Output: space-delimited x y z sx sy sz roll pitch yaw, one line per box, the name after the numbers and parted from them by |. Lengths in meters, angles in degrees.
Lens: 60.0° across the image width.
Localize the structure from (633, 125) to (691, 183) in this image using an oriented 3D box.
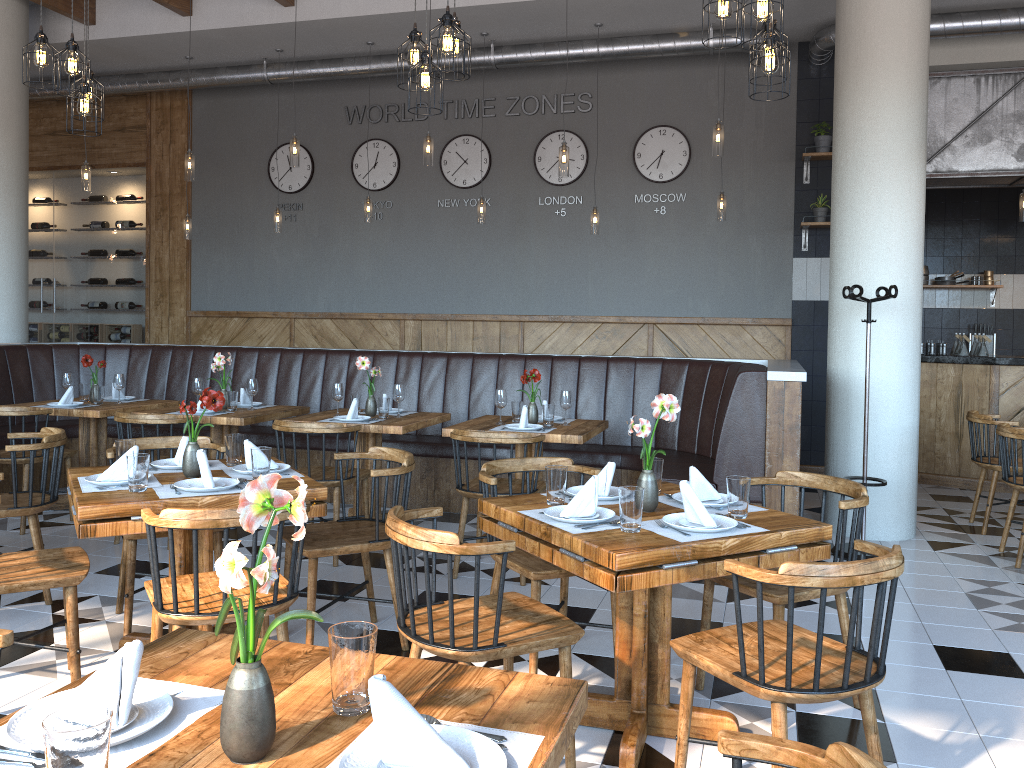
1.467 -2.250 8.677 0.561 0.560 0.046 2 2 16 | structure

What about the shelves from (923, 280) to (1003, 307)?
5.107 -1.057 10.326 1.041 0.297 0.300 2 3 16 | shelves

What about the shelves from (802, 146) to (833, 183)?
3.122 -2.010 8.081 0.904 0.297 0.247 2 3 16 | shelves

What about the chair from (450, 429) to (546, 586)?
-0.068 0.646 4.944 0.519 0.816 0.550 2 2 16 | chair

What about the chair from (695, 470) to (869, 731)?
1.021 0.774 3.330 0.550 0.816 0.520 0 3 -29 | chair

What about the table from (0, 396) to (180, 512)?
-3.061 0.520 6.473 0.850 0.763 0.851 2 3 16 | table

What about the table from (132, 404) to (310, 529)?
-2.001 0.557 6.165 0.850 0.763 0.851 2 3 16 | table

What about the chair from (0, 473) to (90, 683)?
-1.836 0.737 3.211 0.550 0.816 0.520 0 3 -29 | chair

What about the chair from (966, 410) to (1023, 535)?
3.467 0.616 6.177 0.550 0.816 0.520 2 2 16 | chair

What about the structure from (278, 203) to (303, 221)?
-2.463 -1.905 9.842 0.306 0.197 0.021 2 2 16 | structure

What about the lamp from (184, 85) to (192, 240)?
-3.340 -2.475 9.137 0.078 1.962 0.078 0 2 -42 | lamp

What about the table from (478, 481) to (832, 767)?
0.449 0.812 3.026 0.864 0.763 0.865 -1 3 -29 | table

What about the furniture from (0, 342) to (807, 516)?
-1.293 0.339 6.697 6.588 1.149 1.920 2 3 16 | furniture

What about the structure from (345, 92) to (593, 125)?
-0.504 -2.867 9.244 2.729 0.199 0.033 2 2 16 | structure

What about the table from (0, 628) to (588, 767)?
-0.397 0.918 1.294 0.850 0.763 0.851 2 3 16 | table

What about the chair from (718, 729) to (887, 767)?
0.226 0.915 1.104 0.550 0.816 0.520 2 2 16 | chair

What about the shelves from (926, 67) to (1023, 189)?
6.543 -1.852 7.590 5.865 1.794 0.683 2 2 16 | shelves

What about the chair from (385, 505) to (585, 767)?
-0.109 0.799 2.709 0.550 0.816 0.520 0 3 -29 | chair

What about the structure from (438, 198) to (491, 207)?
-0.497 -1.895 9.269 0.583 0.079 0.021 2 2 16 | structure

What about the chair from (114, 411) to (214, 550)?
-2.184 0.570 5.559 0.519 0.816 0.550 2 2 16 | chair

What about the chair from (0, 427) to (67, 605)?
-2.492 0.648 4.350 0.550 0.816 0.520 0 3 -29 | chair

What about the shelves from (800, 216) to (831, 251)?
3.112 -1.381 8.098 0.904 0.297 0.247 2 3 16 | shelves

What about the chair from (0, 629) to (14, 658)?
-1.027 0.870 1.469 0.550 0.816 0.520 2 2 16 | chair

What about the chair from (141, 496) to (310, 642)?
-0.961 0.768 2.956 0.519 0.816 0.550 0 3 -29 | chair

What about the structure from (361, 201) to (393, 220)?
-1.460 -1.869 9.550 0.369 0.199 0.021 2 2 16 | structure

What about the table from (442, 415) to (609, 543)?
0.105 0.633 5.554 0.850 0.763 0.851 2 3 16 | table

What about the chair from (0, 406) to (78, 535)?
-3.242 0.532 5.866 0.519 0.816 0.550 2 2 16 | chair

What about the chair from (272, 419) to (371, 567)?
-1.126 0.608 5.252 0.519 0.816 0.550 2 2 16 | chair

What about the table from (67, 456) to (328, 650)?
-1.279 0.751 3.528 0.864 0.763 0.865 -1 3 -29 | table

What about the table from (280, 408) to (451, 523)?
-0.955 0.595 5.861 0.850 0.763 0.851 2 3 16 | table

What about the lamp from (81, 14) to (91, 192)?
-3.702 -2.662 7.706 0.078 1.962 0.078 0 2 -42 | lamp

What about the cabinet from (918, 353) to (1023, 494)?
6.680 0.335 8.474 5.995 1.163 3.032 2 4 16 | cabinet

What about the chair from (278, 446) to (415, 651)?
-0.706 0.712 3.831 0.550 0.816 0.520 0 3 -29 | chair

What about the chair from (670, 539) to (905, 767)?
0.767 0.830 2.454 0.519 0.816 0.550 0 3 -29 | chair

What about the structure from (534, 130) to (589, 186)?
0.495 -2.285 8.959 0.561 0.560 0.046 2 2 16 | structure

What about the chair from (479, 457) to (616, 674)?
0.146 0.743 3.584 0.519 0.816 0.550 0 3 -29 | chair

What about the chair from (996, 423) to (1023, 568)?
3.224 0.670 5.344 0.550 0.816 0.520 2 2 16 | chair

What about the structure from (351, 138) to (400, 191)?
-1.467 -2.355 9.529 0.561 0.560 0.046 2 2 16 | structure

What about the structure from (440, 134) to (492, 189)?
-0.486 -2.320 9.244 0.561 0.560 0.046 2 2 16 | structure

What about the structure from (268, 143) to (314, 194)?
-2.449 -2.390 9.814 0.561 0.560 0.046 2 2 16 | structure

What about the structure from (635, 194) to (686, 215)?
1.458 -1.765 8.703 0.498 0.199 0.021 2 2 16 | structure

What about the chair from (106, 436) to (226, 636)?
-1.582 0.681 4.086 0.519 0.816 0.550 0 3 -29 | chair

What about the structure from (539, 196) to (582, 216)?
0.493 -1.799 8.983 0.443 0.199 0.021 2 2 16 | structure

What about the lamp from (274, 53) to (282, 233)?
-2.330 -2.497 8.842 0.078 1.962 0.078 1 2 2 | lamp

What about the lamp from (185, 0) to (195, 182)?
-2.692 -2.684 7.411 0.078 1.962 0.078 1 2 2 | lamp
